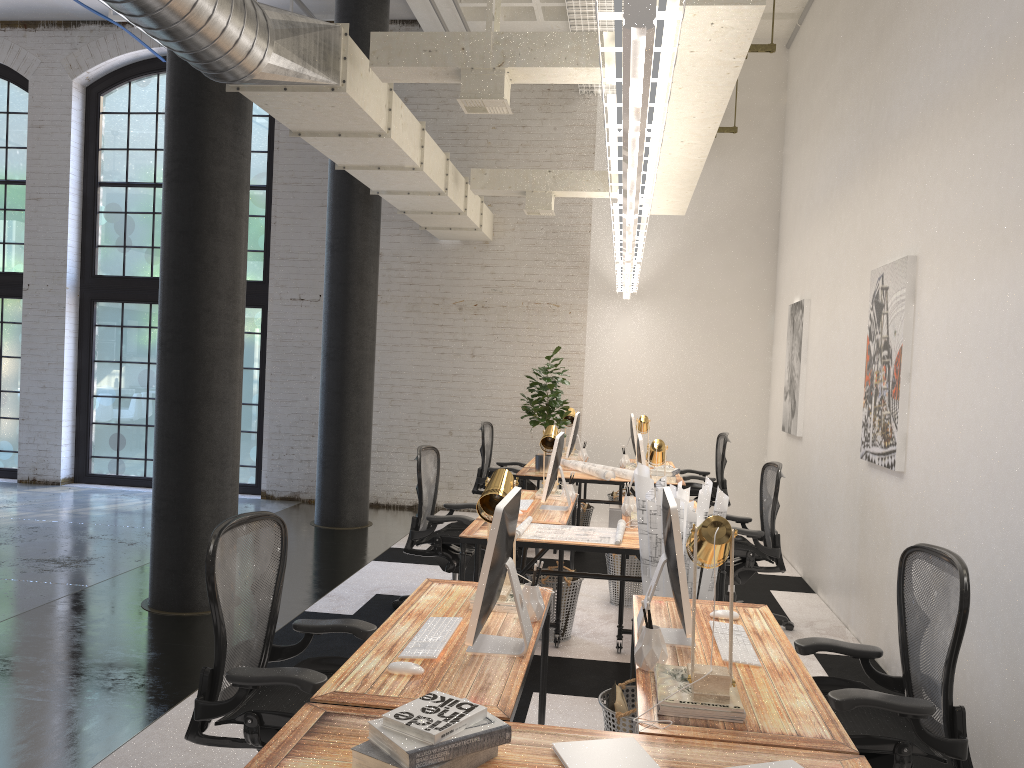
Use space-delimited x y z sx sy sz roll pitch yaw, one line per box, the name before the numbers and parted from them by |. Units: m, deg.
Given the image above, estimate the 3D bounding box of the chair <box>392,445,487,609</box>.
chair | -0.364 0.956 5.806 0.792 1.086 0.770 2 2 -9

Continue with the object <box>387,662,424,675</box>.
object | -0.303 0.810 2.532 0.106 0.029 0.059 3 1 8

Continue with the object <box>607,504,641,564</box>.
object | 1.095 1.290 7.597 0.544 0.455 0.221 3 2 7

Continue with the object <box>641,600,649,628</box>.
object | 0.409 0.752 2.659 0.054 0.207 0.008 2 2 -6

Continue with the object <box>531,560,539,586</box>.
object | 0.069 0.728 3.143 0.054 0.207 0.008 2 2 -28

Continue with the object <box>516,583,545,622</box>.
object | 0.066 0.771 3.130 0.101 0.127 0.101 2 2 -38

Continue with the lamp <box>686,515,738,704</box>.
lamp | 0.554 0.595 2.479 0.127 0.470 0.344 3 2 7

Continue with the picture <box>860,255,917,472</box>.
picture | 2.205 -0.114 5.220 0.049 1.184 0.731 3 2 7

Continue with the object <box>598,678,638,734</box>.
object | 0.495 1.358 3.345 0.353 0.435 0.358 3 1 3

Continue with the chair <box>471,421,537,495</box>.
chair | -0.054 0.906 8.469 0.792 1.086 0.770 2 2 -9

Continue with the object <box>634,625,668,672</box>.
object | 0.419 0.794 2.669 0.101 0.127 0.101 2 2 -38

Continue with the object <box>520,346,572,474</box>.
object | 0.282 0.214 7.499 0.439 1.078 0.513 3 2 -2

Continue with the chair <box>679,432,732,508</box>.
chair | 1.768 0.991 8.431 0.792 1.086 0.770 2 2 -9

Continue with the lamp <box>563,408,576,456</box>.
lamp | 0.575 0.473 8.850 0.126 0.470 0.344 3 2 7

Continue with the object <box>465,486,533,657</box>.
object | -0.027 0.592 2.797 0.189 0.485 0.483 3 1 7

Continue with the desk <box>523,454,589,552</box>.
desk | 0.430 1.105 8.511 0.529 0.725 1.400 3 1 7

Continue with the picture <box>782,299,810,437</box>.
picture | 2.550 -0.142 7.983 0.049 1.184 0.731 3 2 7

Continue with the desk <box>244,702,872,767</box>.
desk | 0.108 1.217 1.948 1.400 0.725 0.529 3 1 7

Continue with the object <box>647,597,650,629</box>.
object | 0.416 0.751 2.682 0.008 0.207 0.054 2 2 -10

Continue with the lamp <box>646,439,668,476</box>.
lamp | 0.870 0.564 5.358 0.127 0.470 0.344 3 2 7

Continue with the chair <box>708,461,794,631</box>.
chair | 1.458 1.041 5.767 0.792 1.086 0.770 2 2 -9

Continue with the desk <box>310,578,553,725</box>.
desk | -0.196 1.186 2.968 0.529 0.725 1.400 3 1 7

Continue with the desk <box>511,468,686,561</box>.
desk | 0.734 1.136 7.491 1.400 0.725 0.529 3 1 7

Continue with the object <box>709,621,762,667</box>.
object | 0.736 0.858 2.946 0.118 0.018 0.439 3 1 7

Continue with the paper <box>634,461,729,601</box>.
paper | 0.781 0.975 4.225 0.412 1.198 0.440 2 2 -15

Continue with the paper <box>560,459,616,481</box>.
paper | 0.618 0.723 7.651 0.083 0.082 1.133 2 1 -18

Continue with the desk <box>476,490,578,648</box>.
desk | 0.119 1.155 5.848 0.529 0.725 1.400 3 1 7

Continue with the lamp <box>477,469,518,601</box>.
lamp | -0.050 0.554 3.307 0.126 0.470 0.344 3 2 7

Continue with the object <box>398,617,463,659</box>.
object | -0.255 0.814 2.857 0.118 0.018 0.439 3 1 7

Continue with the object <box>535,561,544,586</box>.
object | 0.080 0.730 3.138 0.054 0.207 0.008 2 2 -6

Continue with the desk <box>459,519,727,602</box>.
desk | 0.424 1.185 4.828 1.400 0.725 0.529 3 1 7

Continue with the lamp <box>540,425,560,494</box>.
lamp | 0.266 0.523 6.187 0.127 0.470 0.344 3 2 7

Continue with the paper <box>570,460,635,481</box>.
paper | 0.783 0.731 7.630 0.083 0.082 1.133 2 1 -28

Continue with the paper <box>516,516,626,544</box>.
paper | 0.326 0.794 4.860 0.625 0.061 0.567 3 1 5

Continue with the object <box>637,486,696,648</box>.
object | 0.529 0.615 2.991 0.189 0.485 0.483 3 1 7

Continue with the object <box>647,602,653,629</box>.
object | 0.420 0.752 2.654 0.054 0.207 0.008 2 2 -28

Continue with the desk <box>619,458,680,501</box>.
desk | 1.268 1.146 8.400 0.529 0.725 1.400 3 1 7

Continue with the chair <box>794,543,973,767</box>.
chair | 1.142 1.072 2.888 0.792 1.086 0.770 2 2 -9

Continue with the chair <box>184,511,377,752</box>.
chair | -0.680 0.987 2.927 0.792 1.086 0.770 2 2 -9

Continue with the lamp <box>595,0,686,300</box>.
lamp | 0.807 -2.233 5.604 0.226 2.865 7.299 3 1 7

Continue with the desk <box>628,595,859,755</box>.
desk | 0.642 1.227 2.858 0.529 0.725 1.400 3 1 7

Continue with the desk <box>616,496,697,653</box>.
desk | 0.958 1.196 5.737 0.529 0.725 1.400 3 1 7

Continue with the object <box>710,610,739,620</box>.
object | 0.784 0.849 3.270 0.106 0.029 0.059 3 1 8

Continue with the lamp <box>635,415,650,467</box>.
lamp | 1.181 0.514 8.021 0.126 0.470 0.344 3 2 7

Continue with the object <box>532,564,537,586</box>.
object | 0.073 0.729 3.114 0.008 0.207 0.054 2 2 -10
